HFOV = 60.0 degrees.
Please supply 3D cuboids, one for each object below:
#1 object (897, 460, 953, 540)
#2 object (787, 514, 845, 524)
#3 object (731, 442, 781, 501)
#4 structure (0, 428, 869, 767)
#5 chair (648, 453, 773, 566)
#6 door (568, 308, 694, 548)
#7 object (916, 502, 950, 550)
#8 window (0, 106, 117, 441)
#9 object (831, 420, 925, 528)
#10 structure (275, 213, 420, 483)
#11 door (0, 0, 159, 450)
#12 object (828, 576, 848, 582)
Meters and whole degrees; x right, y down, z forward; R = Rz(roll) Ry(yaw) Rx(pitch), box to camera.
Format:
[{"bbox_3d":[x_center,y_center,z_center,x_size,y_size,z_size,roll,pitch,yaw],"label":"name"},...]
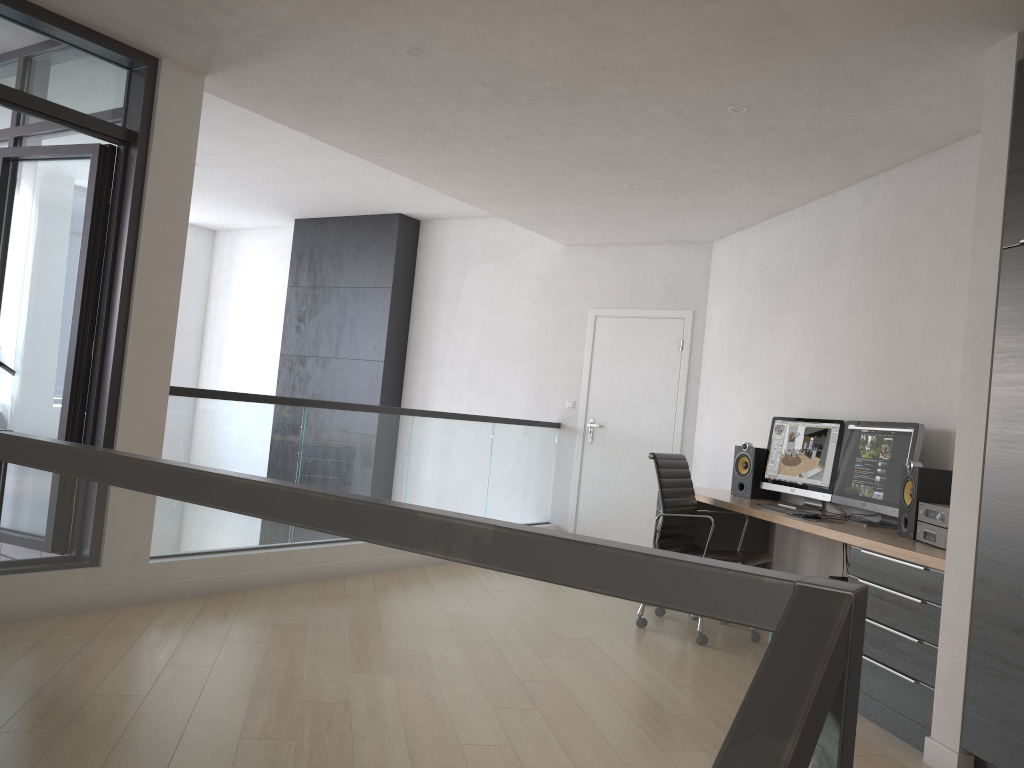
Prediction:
[{"bbox_3d":[1.938,0.540,4.076,0.249,0.354,0.198,6,-2,4],"label":"object"},{"bbox_3d":[1.566,0.697,4.576,0.200,0.002,0.250,6,-2,-11],"label":"object"},{"bbox_3d":[1.591,0.564,5.762,0.249,0.354,0.198,7,-2,-26],"label":"object"},{"bbox_3d":[-1.605,2.154,0.276,4.190,4.339,2.823,4,-2,34],"label":"structure"},{"bbox_3d":[1.129,0.927,5.131,0.699,0.991,0.664,4,-3,40],"label":"chair"},{"bbox_3d":[0.986,0.425,7.533,0.974,2.136,0.085,4,-2,34],"label":"door"},{"bbox_3d":[1.922,0.618,3.807,0.270,0.174,0.285,6,-2,4],"label":"object"},{"bbox_3d":[-3.975,-0.871,5.929,5.002,2.402,0.170,4,-2,34],"label":"window"},{"bbox_3d":[1.889,0.461,4.576,0.190,0.535,0.716,6,-2,-6],"label":"object"},{"bbox_3d":[-2.069,1.417,9.029,1.500,6.351,0.722,4,-2,34],"label":"structure"},{"bbox_3d":[-2.498,-0.430,4.214,0.924,2.500,0.905,4,-2,34],"label":"door"},{"bbox_3d":[1.689,1.181,4.079,0.474,0.527,0.215,6,-2,-11],"label":"object"}]
